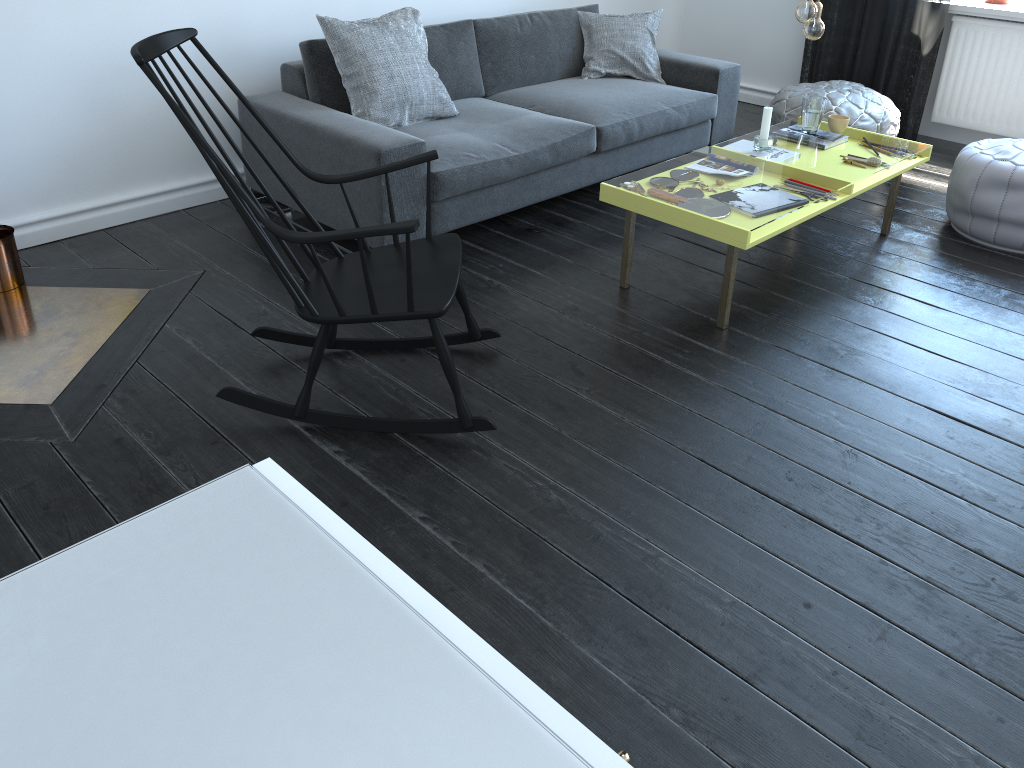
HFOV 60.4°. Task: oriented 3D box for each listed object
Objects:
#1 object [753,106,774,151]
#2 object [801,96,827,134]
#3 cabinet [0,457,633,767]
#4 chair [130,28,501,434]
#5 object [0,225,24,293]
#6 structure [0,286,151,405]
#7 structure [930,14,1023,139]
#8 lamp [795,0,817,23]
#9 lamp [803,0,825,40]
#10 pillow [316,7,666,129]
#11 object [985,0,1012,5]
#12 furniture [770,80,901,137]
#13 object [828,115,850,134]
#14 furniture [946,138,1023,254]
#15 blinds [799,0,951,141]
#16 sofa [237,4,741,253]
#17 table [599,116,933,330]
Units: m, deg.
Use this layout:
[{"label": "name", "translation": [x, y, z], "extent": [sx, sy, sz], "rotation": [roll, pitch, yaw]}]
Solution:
[{"label": "object", "translation": [1.005, -1.015, 3.490], "extent": [0.074, 0.165, 0.078], "rotation": [-3, 28, -9]}, {"label": "object", "translation": [1.272, -1.139, 3.733], "extent": [0.097, 0.139, 0.102], "rotation": [4, 28, 5]}, {"label": "cabinet", "translation": [-0.073, 0.730, 0.725], "extent": [0.603, 0.701, 1.232], "rotation": [-24, 38, -38]}, {"label": "chair", "translation": [-0.480, -0.422, 2.404], "extent": [0.905, 0.958, 0.642], "rotation": [1, 28, 0]}, {"label": "object", "translation": [-1.849, -0.444, 3.139], "extent": [0.174, 0.190, 0.180], "rotation": [20, 34, 30]}, {"label": "structure", "translation": [-1.908, -1.395, 2.230], "extent": [1.269, 2.755, 0.816], "rotation": [1, 27, 0]}, {"label": "structure", "translation": [2.806, -1.565, 4.659], "extent": [0.075, 0.599, 1.092], "rotation": [-22, 37, -38]}, {"label": "lamp", "translation": [1.040, -1.896, 2.751], "extent": [0.086, 1.427, 0.078], "rotation": [4, 27, 6]}, {"label": "lamp", "translation": [1.101, -1.876, 2.854], "extent": [0.075, 1.427, 0.093], "rotation": [-8, 28, -19]}, {"label": "pillow", "translation": [0.000, -1.619, 4.259], "extent": [2.096, 0.469, 0.492], "rotation": [-23, 37, -35]}, {"label": "object", "translation": [2.697, -2.272, 4.801], "extent": [0.237, 0.353, 0.267], "rotation": [-16, 32, -29]}, {"label": "furniture", "translation": [1.737, -1.435, 4.783], "extent": [0.695, 0.365, 0.697], "rotation": [-25, 39, -38]}, {"label": "object", "translation": [1.389, -1.106, 3.757], "extent": [0.087, 0.063, 0.091], "rotation": [-7, 30, -15]}, {"label": "furniture", "translation": [2.206, -0.817, 3.773], "extent": [0.628, 0.400, 0.627], "rotation": [23, 36, 33]}, {"label": "blinds", "translation": [2.054, -2.798, 4.639], "extent": [0.115, 2.835, 0.824], "rotation": [-23, 36, -39]}, {"label": "sofa", "translation": [0.023, -1.351, 4.250], "extent": [1.111, 0.690, 2.430], "rotation": [27, 39, 37]}, {"label": "table", "translation": [1.017, -0.674, 3.448], "extent": [0.615, 0.381, 1.434], "rotation": [27, 39, 37]}]
